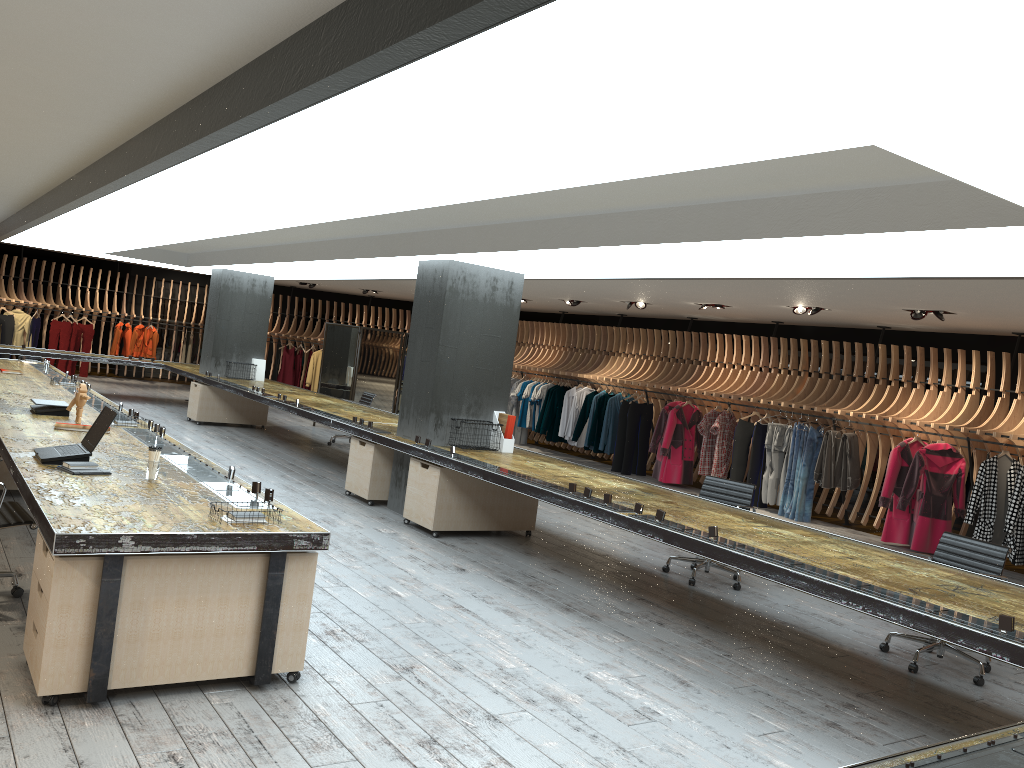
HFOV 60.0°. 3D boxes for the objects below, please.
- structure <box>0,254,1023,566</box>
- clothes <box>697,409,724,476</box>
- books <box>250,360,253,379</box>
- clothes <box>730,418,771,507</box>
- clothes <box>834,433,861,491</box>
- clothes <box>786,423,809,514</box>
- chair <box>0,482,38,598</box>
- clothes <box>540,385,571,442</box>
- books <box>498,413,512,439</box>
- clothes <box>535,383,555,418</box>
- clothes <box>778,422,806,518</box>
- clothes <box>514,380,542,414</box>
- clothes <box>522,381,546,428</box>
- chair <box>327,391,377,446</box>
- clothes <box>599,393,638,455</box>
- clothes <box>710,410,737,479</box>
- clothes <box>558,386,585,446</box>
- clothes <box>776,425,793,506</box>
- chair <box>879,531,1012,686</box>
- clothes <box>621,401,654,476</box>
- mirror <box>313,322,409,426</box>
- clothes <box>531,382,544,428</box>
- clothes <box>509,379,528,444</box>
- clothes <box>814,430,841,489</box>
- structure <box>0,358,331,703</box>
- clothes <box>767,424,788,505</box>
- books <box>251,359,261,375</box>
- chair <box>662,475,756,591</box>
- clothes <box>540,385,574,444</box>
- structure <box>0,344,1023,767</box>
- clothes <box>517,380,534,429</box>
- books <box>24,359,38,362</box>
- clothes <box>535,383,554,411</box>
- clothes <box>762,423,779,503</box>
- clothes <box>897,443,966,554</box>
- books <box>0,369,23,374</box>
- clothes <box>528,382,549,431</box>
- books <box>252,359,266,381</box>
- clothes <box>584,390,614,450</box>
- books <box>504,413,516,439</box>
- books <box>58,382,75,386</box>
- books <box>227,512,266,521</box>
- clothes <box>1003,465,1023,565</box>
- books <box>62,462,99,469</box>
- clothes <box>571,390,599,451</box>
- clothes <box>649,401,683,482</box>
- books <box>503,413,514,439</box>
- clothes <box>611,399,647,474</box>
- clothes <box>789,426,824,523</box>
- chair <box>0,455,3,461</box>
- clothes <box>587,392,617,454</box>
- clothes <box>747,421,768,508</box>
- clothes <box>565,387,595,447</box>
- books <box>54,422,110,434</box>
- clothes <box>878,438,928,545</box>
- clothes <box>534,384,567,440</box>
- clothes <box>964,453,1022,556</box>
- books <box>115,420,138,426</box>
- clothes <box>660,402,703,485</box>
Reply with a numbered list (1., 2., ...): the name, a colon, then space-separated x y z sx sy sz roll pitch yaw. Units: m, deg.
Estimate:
1. structure: 0.262 0.246 5.994 14.868 2.439 36.599 6 2 -34
2. clothes: 3.065 0.891 13.471 0.760 1.020 0.188 7 1 -34
3. books: -4.333 -0.241 15.092 0.215 0.368 0.048 7 1 -34
4. clothes: 3.440 1.196 12.874 0.539 1.352 0.087 7 1 5
5. clothes: 4.414 1.020 11.674 0.336 0.776 0.255 7 1 -19
6. clothes: 3.986 1.188 12.138 0.316 1.291 0.277 8 1 19
7. chair: -2.889 0.737 4.688 0.694 0.859 0.667 8 1 42
8. clothes: 0.926 0.559 16.648 0.913 1.081 0.238 7 1 -35
9. books: -0.097 0.482 8.852 0.048 0.368 0.215 7 1 -34
10. clothes: 0.654 0.453 17.020 0.168 0.950 0.742 8 1 39
11. clothes: 3.858 1.283 12.239 0.276 1.542 0.317 7 1 -36
12. clothes: 0.381 0.392 17.448 0.743 0.931 0.158 7 1 -10
13. clothes: 0.515 0.415 17.250 0.743 0.931 0.158 7 1 -30
14. chair: -2.497 0.535 13.697 0.667 0.859 0.694 7 1 -38
15. clothes: 1.885 0.691 15.251 0.714 1.087 0.257 7 1 -29
16. clothes: 3.177 0.909 13.279 0.179 1.030 0.759 8 1 41
17. clothes: 1.226 0.588 16.243 0.732 1.106 0.165 7 1 -30
18. clothes: 3.824 1.145 12.377 0.170 1.142 0.273 8 1 13
19. chair: 2.864 1.452 5.893 0.667 0.859 0.694 7 1 -38
20. clothes: 2.099 0.966 14.847 0.539 1.352 0.088 7 1 -30
21. mirror: -2.450 -0.041 15.808 2.112 1.892 0.443 8 1 7
22. clothes: 0.648 0.433 17.108 0.741 0.938 0.162 7 1 -40
23. clothes: 0.143 0.620 17.737 0.204 1.434 0.676 8 1 40
24. clothes: 4.215 0.999 11.748 0.278 0.767 0.263 7 1 -27
25. structure: -4.288 0.466 8.128 1.161 0.844 10.464 7 2 -35
26. clothes: 3.718 1.128 12.433 0.278 1.141 0.172 7 1 -27
27. books: -4.310 -0.237 15.057 0.215 0.368 0.075 7 1 -34
28. chair: 1.695 1.252 7.602 0.694 0.859 0.667 8 1 32
29. clothes: 0.969 0.566 16.572 0.913 1.081 0.238 7 1 -30
30. structure: -2.664 0.653 8.989 4.831 0.844 18.498 6 2 -35
31. clothes: 0.387 0.411 17.336 0.737 0.971 0.167 7 1 -26
32. books: -6.754 -0.326 12.456 0.155 0.025 0.110 6 2 -39
33. clothes: 0.748 0.454 16.857 0.734 0.937 0.164 7 1 -31
34. clothes: 3.669 1.121 12.528 0.273 1.142 0.170 7 1 -2
35. clothes: 5.026 1.344 10.576 0.839 1.312 0.321 7 1 -5
36. books: -5.871 -0.147 10.400 0.212 0.026 0.366 6 2 -34
37. clothes: 0.568 0.437 17.226 0.742 0.960 0.168 7 1 -41
38. books: -4.294 -0.234 15.034 0.215 0.368 0.073 7 1 -34
39. clothes: 1.640 0.649 15.612 0.714 1.087 0.257 7 1 -39
40. books: -0.061 0.486 8.877 0.048 0.368 0.215 7 1 -34
41. books: -4.857 -0.001 9.673 0.155 0.025 0.110 6 2 -39
42. books: -1.250 0.623 4.179 0.155 0.025 0.110 6 2 -39
43. clothes: 5.629 1.387 9.704 0.772 1.160 0.191 7 1 -34
44. books: -2.387 0.447 4.879 0.112 0.027 0.186 9 2 40
45. clothes: 1.496 0.654 15.796 0.913 1.081 0.238 7 1 -30
46. clothes: 2.549 0.915 14.227 0.839 1.312 0.321 7 1 -35
47. books: -0.079 0.484 8.865 0.048 0.368 0.215 7 1 -34
48. clothes: 2.006 0.949 15.015 0.539 1.352 0.087 7 1 -10
49. clothes: 4.005 1.316 11.987 0.373 1.536 0.312 7 1 -23
50. chair: -4.083 0.531 6.489 0.667 0.859 0.694 6 1 -43
51. clothes: 1.701 0.688 15.507 0.913 1.081 0.238 7 1 -35
52. clothes: 3.568 1.217 12.716 0.539 1.352 0.088 7 1 -35
53. clothes: 1.286 0.601 16.054 0.732 1.106 0.165 7 1 -35
54. books: -3.128 0.321 6.462 0.365 0.026 0.213 7 2 -24
55. clothes: 4.864 1.316 10.813 0.839 1.312 0.321 7 1 -15
56. clothes: 0.851 0.546 16.745 0.913 1.081 0.238 7 1 -35
57. clothes: 5.454 1.358 9.937 0.772 1.160 0.191 7 1 -14
58. books: -3.057 0.308 7.017 0.155 0.025 0.110 6 2 -39
59. clothes: 2.710 0.943 13.987 0.839 1.312 0.321 7 1 -25
